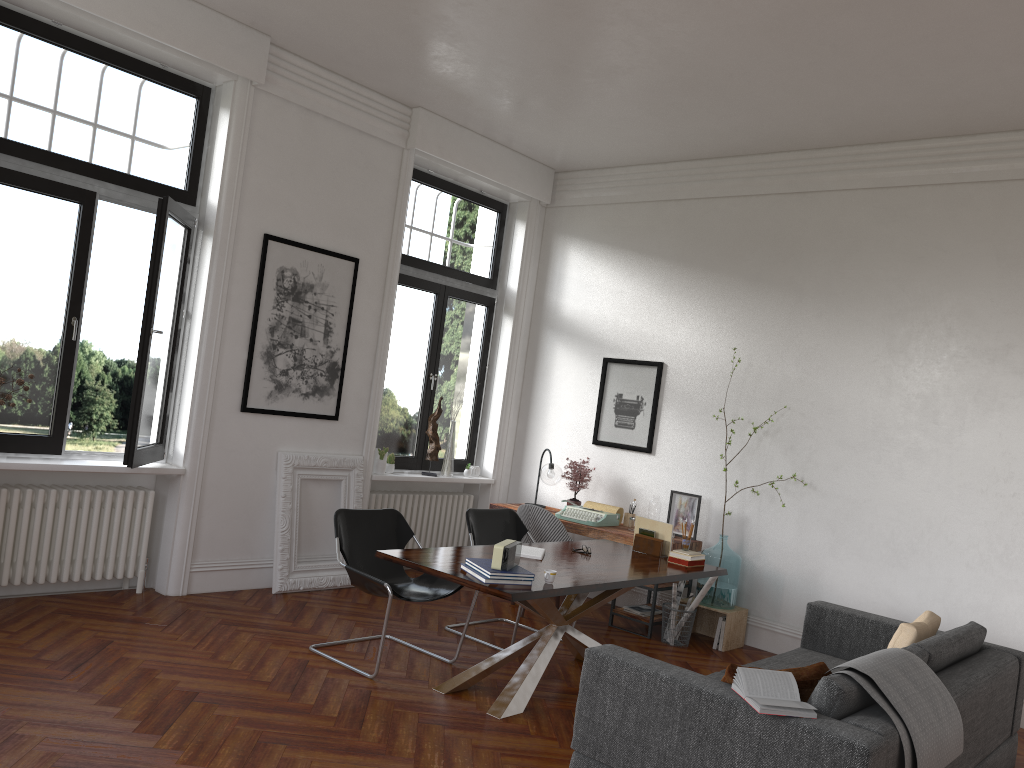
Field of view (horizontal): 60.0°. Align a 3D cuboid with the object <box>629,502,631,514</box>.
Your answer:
[{"bbox_3d":[1.011,1.121,7.643,0.008,0.207,0.054,8,0,6],"label":"object"}]

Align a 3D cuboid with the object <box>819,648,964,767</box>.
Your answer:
[{"bbox_3d":[1.596,1.354,3.693,0.399,0.387,0.753,7,-1,41],"label":"object"}]

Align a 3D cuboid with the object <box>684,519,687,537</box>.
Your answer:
[{"bbox_3d":[1.177,1.012,6.020,0.008,0.195,0.032,8,0,-5],"label":"object"}]

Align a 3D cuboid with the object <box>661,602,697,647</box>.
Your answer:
[{"bbox_3d":[1.268,1.863,6.810,0.261,0.305,0.261,8,-1,6],"label":"object"}]

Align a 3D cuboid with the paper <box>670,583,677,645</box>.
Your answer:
[{"bbox_3d":[1.229,1.754,6.747,0.073,0.479,0.033,8,0,-12],"label":"paper"}]

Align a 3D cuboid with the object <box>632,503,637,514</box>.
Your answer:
[{"bbox_3d":[1.037,1.124,7.631,0.054,0.207,0.008,8,0,24],"label":"object"}]

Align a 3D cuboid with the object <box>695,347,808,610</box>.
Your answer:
[{"bbox_3d":[1.906,0.750,6.964,0.806,2.058,0.354,8,0,22],"label":"object"}]

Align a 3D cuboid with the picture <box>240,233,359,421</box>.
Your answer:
[{"bbox_3d":[-1.615,-0.404,6.841,0.035,1.323,0.884,8,0,41],"label":"picture"}]

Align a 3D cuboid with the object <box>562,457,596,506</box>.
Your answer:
[{"bbox_3d":[0.577,0.909,8.026,0.290,0.529,0.308,8,0,-4],"label":"object"}]

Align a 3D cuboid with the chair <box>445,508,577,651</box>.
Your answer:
[{"bbox_3d":[0.042,1.382,6.337,0.744,0.872,0.754,7,-1,41],"label":"chair"}]

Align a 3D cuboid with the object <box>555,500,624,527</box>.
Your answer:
[{"bbox_3d":[0.632,1.095,7.605,0.534,0.149,0.485,7,-2,40],"label":"object"}]

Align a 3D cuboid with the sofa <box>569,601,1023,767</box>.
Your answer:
[{"bbox_3d":[1.591,1.612,4.464,1.260,0.829,2.649,7,-1,41],"label":"sofa"}]

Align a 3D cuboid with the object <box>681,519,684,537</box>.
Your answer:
[{"bbox_3d":[1.158,1.011,5.999,0.049,0.193,0.008,8,0,10],"label":"object"}]

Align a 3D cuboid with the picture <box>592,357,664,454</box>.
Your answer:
[{"bbox_3d":[1.045,0.184,8.035,0.633,0.816,0.050,7,0,41],"label":"picture"}]

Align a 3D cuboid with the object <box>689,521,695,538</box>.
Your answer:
[{"bbox_3d":[1.201,1.016,5.971,0.008,0.193,0.049,8,0,-25],"label":"object"}]

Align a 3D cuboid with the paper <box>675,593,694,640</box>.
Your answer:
[{"bbox_3d":[1.335,1.814,6.889,0.126,0.388,0.026,8,0,-27],"label":"paper"}]

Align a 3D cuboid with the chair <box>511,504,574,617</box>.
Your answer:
[{"bbox_3d":[0.272,1.425,7.163,0.715,0.899,0.548,7,-1,34],"label":"chair"}]

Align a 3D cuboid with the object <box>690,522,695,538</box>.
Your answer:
[{"bbox_3d":[1.210,1.016,5.982,0.008,0.195,0.036,8,0,-37],"label":"object"}]

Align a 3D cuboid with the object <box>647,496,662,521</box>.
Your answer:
[{"bbox_3d":[1.201,1.096,7.481,0.112,0.302,0.111,8,0,-12],"label":"object"}]

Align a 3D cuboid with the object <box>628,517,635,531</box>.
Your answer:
[{"bbox_3d":[1.024,1.172,7.423,0.093,0.101,0.093,7,-1,33],"label":"object"}]

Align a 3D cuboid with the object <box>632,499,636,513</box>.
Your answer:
[{"bbox_3d":[1.039,1.108,7.645,0.023,0.239,0.028,8,0,38],"label":"object"}]

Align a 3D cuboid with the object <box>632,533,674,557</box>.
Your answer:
[{"bbox_3d":[0.984,1.100,6.178,0.228,0.166,0.150,7,-1,41],"label":"object"}]

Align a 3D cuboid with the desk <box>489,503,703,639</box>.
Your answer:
[{"bbox_3d":[0.633,1.558,7.621,1.796,0.758,0.648,7,-1,41],"label":"desk"}]

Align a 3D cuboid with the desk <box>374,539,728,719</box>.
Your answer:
[{"bbox_3d":[0.294,1.453,5.424,1.028,0.751,2.229,7,-1,41],"label":"desk"}]

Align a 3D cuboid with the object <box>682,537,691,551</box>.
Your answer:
[{"bbox_3d":[1.177,1.081,5.995,0.058,0.091,0.058,7,0,28],"label":"object"}]

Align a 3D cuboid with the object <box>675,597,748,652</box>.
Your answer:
[{"bbox_3d":[1.574,1.901,7.019,0.434,0.316,0.342,7,-1,41],"label":"object"}]

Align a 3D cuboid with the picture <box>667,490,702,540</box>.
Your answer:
[{"bbox_3d":[1.425,1.088,7.372,0.282,0.369,0.023,7,0,41],"label":"picture"}]

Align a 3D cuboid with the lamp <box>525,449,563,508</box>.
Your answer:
[{"bbox_3d":[0.298,0.864,8.089,0.208,0.550,0.441,8,-1,-26],"label":"lamp"}]

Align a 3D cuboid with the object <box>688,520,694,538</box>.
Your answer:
[{"bbox_3d":[1.203,1.016,6.015,0.038,0.195,0.008,8,0,-23],"label":"object"}]

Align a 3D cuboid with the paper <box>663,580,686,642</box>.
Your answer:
[{"bbox_3d":[1.288,1.692,6.919,0.047,0.626,0.294,8,0,34],"label":"paper"}]

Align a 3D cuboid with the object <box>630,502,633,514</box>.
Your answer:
[{"bbox_3d":[1.021,1.123,7.650,0.008,0.207,0.054,8,0,28],"label":"object"}]

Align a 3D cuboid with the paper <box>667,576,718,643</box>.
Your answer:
[{"bbox_3d":[1.374,1.698,6.736,0.330,0.609,0.047,7,0,21],"label":"paper"}]

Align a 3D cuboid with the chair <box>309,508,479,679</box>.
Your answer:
[{"bbox_3d":[-0.722,1.259,5.449,0.744,0.872,0.754,7,-1,41],"label":"chair"}]

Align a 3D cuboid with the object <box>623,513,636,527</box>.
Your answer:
[{"bbox_3d":[1.009,1.170,7.625,0.075,0.113,0.058,7,-1,41],"label":"object"}]
